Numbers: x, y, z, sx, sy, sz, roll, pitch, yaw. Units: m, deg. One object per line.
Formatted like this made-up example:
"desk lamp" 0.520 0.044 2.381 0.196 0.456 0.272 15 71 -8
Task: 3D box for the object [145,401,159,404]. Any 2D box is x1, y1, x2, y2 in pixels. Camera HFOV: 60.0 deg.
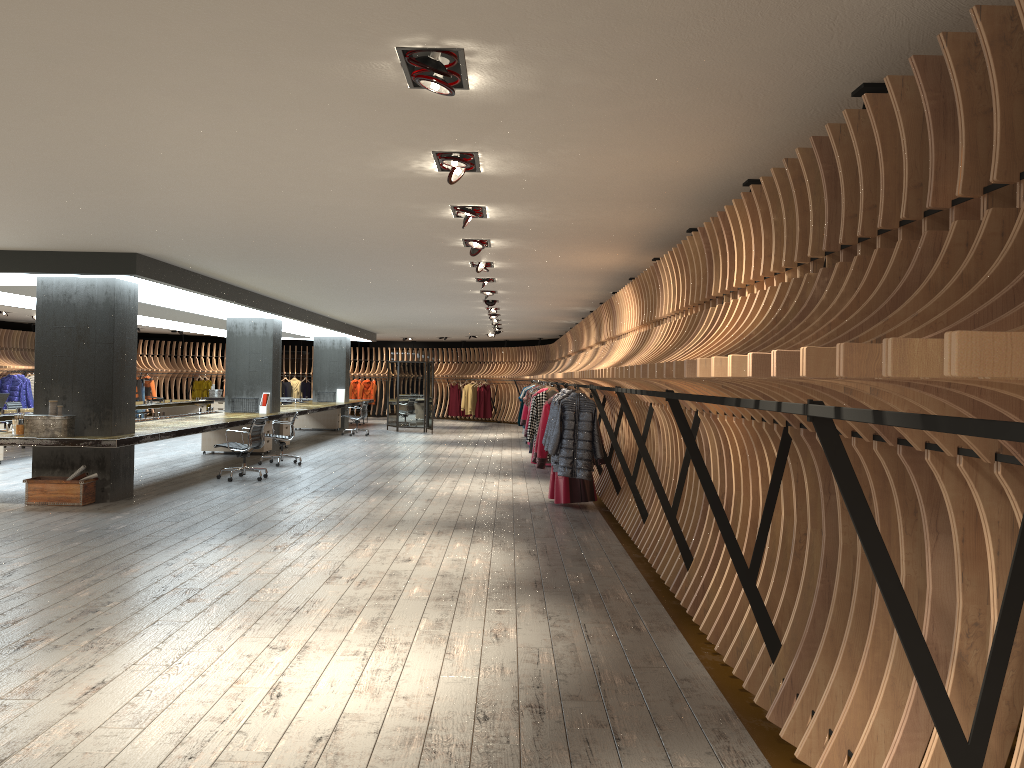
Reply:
"object" -8.135 0.422 19.991 0.302 0.071 0.209 1 0 -5

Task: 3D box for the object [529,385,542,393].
"object" 0.616 0.065 17.387 0.549 0.250 0.023 1 -1 1

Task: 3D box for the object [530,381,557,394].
"object" 0.619 0.066 16.570 0.549 0.243 0.023 1 -1 1

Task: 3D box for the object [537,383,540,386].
"object" 0.607 0.062 19.523 0.525 0.270 0.012 1 -1 0

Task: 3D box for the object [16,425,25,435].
"object" -5.530 0.512 9.980 0.084 0.111 0.083 1 0 -13

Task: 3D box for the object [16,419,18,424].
"object" -5.615 0.469 10.047 0.030 0.170 0.007 1 -1 -7

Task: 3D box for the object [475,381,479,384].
"object" -1.157 -0.034 29.380 0.012 0.270 0.525 1 0 40

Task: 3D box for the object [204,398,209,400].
"object" -8.152 0.402 23.370 0.302 0.074 0.217 1 0 -6

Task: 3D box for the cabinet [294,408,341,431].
"cabinet" -5.207 0.921 23.758 1.131 0.630 0.593 1 0 0

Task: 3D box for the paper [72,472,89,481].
"paper" -4.954 1.131 9.757 0.723 0.365 0.047 1 -1 19

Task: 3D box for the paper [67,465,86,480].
"paper" -4.914 1.104 9.722 0.572 0.460 0.043 1 -1 17

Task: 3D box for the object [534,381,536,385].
"object" 0.606 0.049 22.370 0.525 0.270 0.012 1 -1 5

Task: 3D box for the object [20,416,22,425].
"object" -5.515 0.459 9.963 0.008 0.207 0.054 1 -1 -13

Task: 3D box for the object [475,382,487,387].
"object" -0.992 -0.026 29.206 0.525 0.270 0.012 1 -1 -25

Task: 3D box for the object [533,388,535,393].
"object" 0.634 0.074 16.893 0.548 0.256 0.023 1 -1 25

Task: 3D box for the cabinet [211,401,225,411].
"cabinet" -8.625 0.836 26.767 0.593 0.630 1.131 1 0 0

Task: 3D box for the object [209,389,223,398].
"object" -8.887 0.287 26.580 0.303 0.239 0.497 1 0 0

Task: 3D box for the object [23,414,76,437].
"object" -5.125 0.464 9.835 0.498 0.239 0.303 1 0 0

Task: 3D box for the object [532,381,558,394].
"object" 0.648 0.078 16.378 0.547 0.262 0.023 1 -1 1

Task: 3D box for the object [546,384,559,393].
"object" 0.637 0.101 13.860 0.525 0.270 0.012 1 -1 -10

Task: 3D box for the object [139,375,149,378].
"object" -11.777 -0.243 28.139 0.549 0.243 0.023 1 -1 -24

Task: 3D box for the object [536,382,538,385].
"object" 0.608 0.054 20.790 0.525 0.270 0.012 1 -1 10

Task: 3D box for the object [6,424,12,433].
"object" -5.627 0.361 10.297 0.431 0.429 0.195 1 0 -4

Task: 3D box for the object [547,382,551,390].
"object" 0.617 0.099 14.041 0.525 0.270 0.012 1 -1 0

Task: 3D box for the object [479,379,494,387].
"object" -0.828 -0.021 29.002 0.525 0.270 0.012 1 -1 -25

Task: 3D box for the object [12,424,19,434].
"object" -5.632 0.514 10.058 0.061 0.111 0.061 1 0 -11

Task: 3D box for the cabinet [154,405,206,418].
"cabinet" -8.617 0.859 23.065 1.131 0.630 0.593 1 0 0

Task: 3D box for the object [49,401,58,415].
"object" -5.067 0.285 9.876 0.088 0.204 0.262 1 0 -2

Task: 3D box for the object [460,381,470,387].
"object" -1.513 -0.039 29.766 0.525 0.270 0.012 1 0 -35

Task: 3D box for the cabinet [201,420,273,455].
"cabinet" -5.063 0.969 16.350 1.131 0.630 0.593 1 0 0

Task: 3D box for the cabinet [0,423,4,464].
"cabinet" -8.476 0.920 13.520 1.131 0.630 0.593 1 0 0

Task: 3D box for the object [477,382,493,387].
"object" -0.886 -0.023 29.085 0.525 0.270 0.012 1 -1 0

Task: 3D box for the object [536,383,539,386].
"object" 0.605 0.059 20.311 0.525 0.270 0.012 1 -1 5

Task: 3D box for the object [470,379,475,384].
"object" -1.301 -0.038 29.549 0.525 0.270 0.012 1 -1 0

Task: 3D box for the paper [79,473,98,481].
"paper" -4.912 1.131 9.781 0.624 0.290 0.041 1 -1 -19

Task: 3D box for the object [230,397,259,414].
"object" -4.988 0.402 16.555 0.459 0.290 0.329 1 0 -2

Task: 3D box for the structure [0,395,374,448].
"structure" -6.660 0.820 18.145 4.836 0.844 18.474 1 0 0

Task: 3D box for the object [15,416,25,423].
"object" -5.557 0.464 10.046 0.138 0.209 0.034 1 -1 -20

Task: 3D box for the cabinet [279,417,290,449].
"cabinet" -5.067 0.961 17.703 1.131 0.630 0.593 1 0 0

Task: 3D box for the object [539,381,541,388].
"object" 0.604 0.075 18.416 0.524 0.286 0.015 1 -1 -15

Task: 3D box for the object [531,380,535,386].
"object" 0.572 0.047 23.349 0.523 0.289 0.015 1 -1 10

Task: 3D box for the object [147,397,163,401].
"object" -8.785 0.374 21.845 0.261 0.111 0.373 1 0 0

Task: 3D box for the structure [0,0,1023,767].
"structure" -5.977 -0.007 14.086 14.882 2.440 36.551 1 0 0

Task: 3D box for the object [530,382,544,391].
"object" 0.620 0.064 17.121 0.549 0.243 0.023 1 -1 6

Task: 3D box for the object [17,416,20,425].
"object" -5.533 0.458 9.967 0.054 0.207 0.008 1 -1 -17

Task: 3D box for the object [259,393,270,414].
"object" -4.632 0.358 16.613 0.129 0.383 0.239 1 0 0

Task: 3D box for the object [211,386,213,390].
"object" -8.949 0.114 26.441 0.062 0.109 0.062 1 0 -34

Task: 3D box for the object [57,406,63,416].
"object" -4.981 0.294 9.772 0.062 0.109 0.062 1 0 -30

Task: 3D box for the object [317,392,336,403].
"object" -5.009 0.356 23.958 0.459 0.290 0.329 1 0 3

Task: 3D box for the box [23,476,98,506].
"box" -4.992 1.188 9.808 0.664 0.282 0.341 1 0 0

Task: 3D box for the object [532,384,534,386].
"object" 0.585 0.051 22.764 0.524 0.284 0.014 1 -1 10

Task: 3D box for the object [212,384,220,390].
"object" -8.845 0.109 26.528 0.262 0.204 0.088 1 0 -2

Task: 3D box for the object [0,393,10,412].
"object" -8.753 0.314 14.944 0.365 0.316 0.373 1 0 0

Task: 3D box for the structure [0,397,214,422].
"structure" -8.497 0.783 18.354 1.162 0.844 10.450 1 0 0

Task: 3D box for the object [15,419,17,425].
"object" -5.622 0.469 10.040 0.030 0.170 0.007 1 -1 20

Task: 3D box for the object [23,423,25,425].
"object" -5.512 0.508 10.100 0.108 0.128 0.108 1 0 15

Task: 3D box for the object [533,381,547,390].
"object" 0.614 0.066 17.013 0.549 0.243 0.023 1 0 -29
